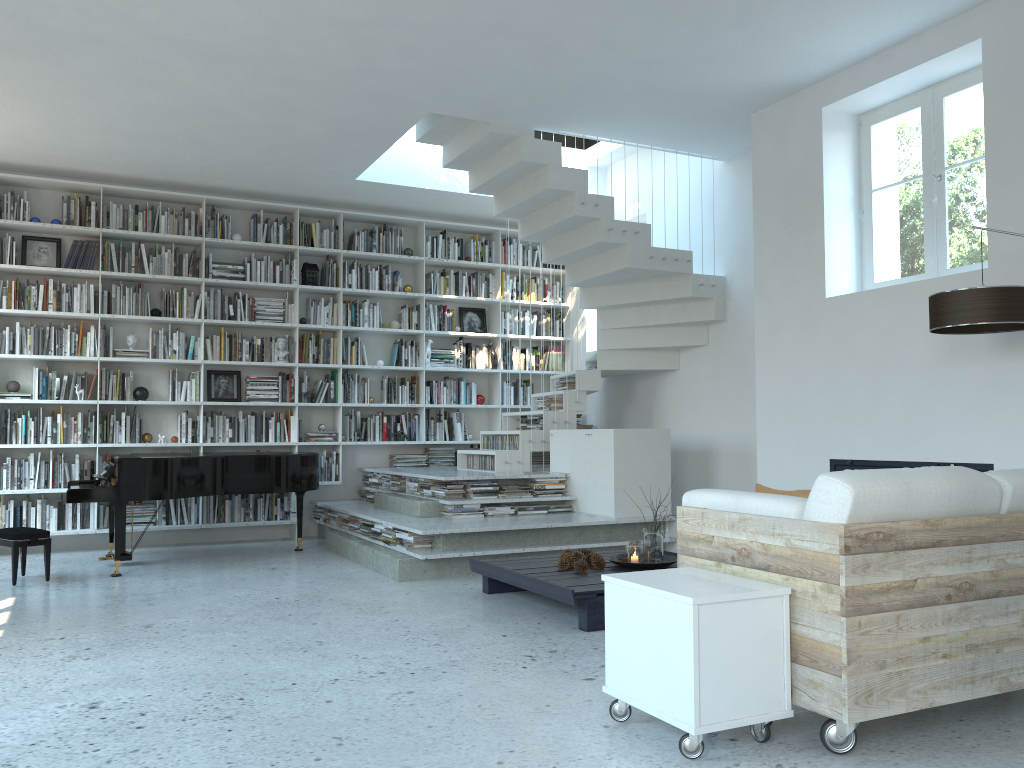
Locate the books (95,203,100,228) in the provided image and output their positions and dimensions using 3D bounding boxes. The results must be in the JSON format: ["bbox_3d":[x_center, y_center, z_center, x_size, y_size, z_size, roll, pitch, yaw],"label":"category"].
[{"bbox_3d":[-3.624,-1.442,7.754,0.039,0.252,0.146,1,-3,-26],"label":"books"}]

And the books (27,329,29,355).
[{"bbox_3d":[-4.069,-0.342,7.465,0.014,0.229,0.148,1,-3,-26],"label":"books"}]

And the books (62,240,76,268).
[{"bbox_3d":[-3.815,-1.092,7.634,0.110,0.279,0.174,1,-3,-26],"label":"books"}]

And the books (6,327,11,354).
[{"bbox_3d":[-4.201,-0.349,7.392,0.022,0.235,0.177,1,-3,-26],"label":"books"}]

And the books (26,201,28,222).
[{"bbox_3d":[-4.102,-1.429,7.507,0.014,0.201,0.170,1,-3,-26],"label":"books"}]

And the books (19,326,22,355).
[{"bbox_3d":[-4.123,-0.352,7.434,0.011,0.246,0.176,1,-3,-26],"label":"books"}]

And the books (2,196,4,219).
[{"bbox_3d":[-4.255,-1.445,7.424,0.013,0.225,0.177,1,-3,-26],"label":"books"}]

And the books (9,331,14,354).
[{"bbox_3d":[-4.174,-0.333,7.393,0.028,0.203,0.188,1,-3,-26],"label":"books"}]

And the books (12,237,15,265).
[{"bbox_3d":[-4.183,-1.092,7.438,0.012,0.254,0.166,1,-3,-26],"label":"books"}]

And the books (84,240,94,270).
[{"bbox_3d":[-3.682,-1.094,7.714,0.078,0.285,0.174,1,-3,-26],"label":"books"}]

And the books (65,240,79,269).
[{"bbox_3d":[-3.798,-1.091,7.652,0.110,0.279,0.174,1,-3,-26],"label":"books"}]

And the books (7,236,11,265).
[{"bbox_3d":[-4.205,-1.094,7.418,0.023,0.258,0.183,1,-3,-26],"label":"books"}]

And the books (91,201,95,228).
[{"bbox_3d":[-3.650,-1.445,7.725,0.031,0.254,0.178,1,-3,-26],"label":"books"}]

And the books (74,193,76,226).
[{"bbox_3d":[-3.787,-1.480,7.683,0.014,0.320,0.137,1,-3,-26],"label":"books"}]

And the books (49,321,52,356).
[{"bbox_3d":[-3.925,-0.374,7.537,0.013,0.299,0.151,1,-3,-26],"label":"books"}]

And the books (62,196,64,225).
[{"bbox_3d":[-3.868,-1.461,7.634,0.013,0.277,0.151,1,-3,-26],"label":"books"}]

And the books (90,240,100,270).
[{"bbox_3d":[-3.634,-1.094,7.718,0.078,0.285,0.174,1,-3,-26],"label":"books"}]

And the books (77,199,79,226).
[{"bbox_3d":[-3.753,-1.452,7.669,0.010,0.263,0.156,1,-3,-26],"label":"books"}]

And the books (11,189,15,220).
[{"bbox_3d":[-4.189,-1.471,7.440,0.015,0.279,0.190,1,-3,-26],"label":"books"}]

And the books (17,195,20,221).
[{"bbox_3d":[-4.164,-1.456,7.479,0.013,0.252,0.129,1,-3,-26],"label":"books"}]

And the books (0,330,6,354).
[{"bbox_3d":[-4.237,-0.335,7.391,0.042,0.208,0.143,1,-3,-26],"label":"books"}]

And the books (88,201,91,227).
[{"bbox_3d":[-3.679,-1.448,7.725,0.022,0.260,0.152,1,-3,-26],"label":"books"}]

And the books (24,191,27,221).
[{"bbox_3d":[-4.122,-1.474,7.518,0.015,0.293,0.131,1,-3,-26],"label":"books"}]

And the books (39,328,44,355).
[{"bbox_3d":[-3.983,-0.347,7.507,0.023,0.242,0.184,1,-3,-26],"label":"books"}]

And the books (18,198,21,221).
[{"bbox_3d":[-4.148,-1.440,7.475,0.013,0.219,0.181,1,-3,-26],"label":"books"}]

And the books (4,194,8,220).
[{"bbox_3d":[-4.244,-1.453,7.435,0.016,0.243,0.156,1,-3,-26],"label":"books"}]

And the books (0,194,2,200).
[{"bbox_3d":[-4.283,-1.457,7.413,0.012,0.249,0.180,1,-3,-26],"label":"books"}]

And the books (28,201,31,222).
[{"bbox_3d":[-4.094,-1.432,7.522,0.013,0.210,0.136,1,-3,-26],"label":"books"}]

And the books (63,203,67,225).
[{"bbox_3d":[-3.844,-1.432,7.630,0.028,0.218,0.153,1,-3,-26],"label":"books"}]

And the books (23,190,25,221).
[{"bbox_3d":[-4.127,-1.479,7.503,0.007,0.301,0.145,1,-3,-26],"label":"books"}]

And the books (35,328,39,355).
[{"bbox_3d":[-4.009,-0.345,7.485,0.024,0.237,0.167,1,-3,-26],"label":"books"}]

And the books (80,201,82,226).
[{"bbox_3d":[-3.746,-1.446,7.705,0.013,0.254,0.129,1,-3,-26],"label":"books"}]

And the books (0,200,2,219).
[{"bbox_3d":[-4.276,-1.429,7.431,0.017,0.193,0.129,1,-3,-26],"label":"books"}]

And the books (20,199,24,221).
[{"bbox_3d":[-4.130,-1.437,7.476,0.021,0.213,0.173,1,-3,-26],"label":"books"}]

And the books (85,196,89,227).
[{"bbox_3d":[-3.690,-1.468,7.695,0.025,0.297,0.163,1,-3,-26],"label":"books"}]

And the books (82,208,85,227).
[{"bbox_3d":[-3.718,-1.415,7.690,0.027,0.190,0.177,1,-3,-26],"label":"books"}]

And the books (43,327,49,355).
[{"bbox_3d":[-3.959,-0.352,7.539,0.048,0.256,0.141,1,-3,-26],"label":"books"}]

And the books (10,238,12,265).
[{"bbox_3d":[-4.194,-1.089,7.434,0.011,0.249,0.168,1,-3,-26],"label":"books"}]

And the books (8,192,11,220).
[{"bbox_3d":[-4.217,-1.462,7.445,0.016,0.260,0.154,1,-3,-26],"label":"books"}]

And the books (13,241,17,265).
[{"bbox_3d":[-4.168,-1.071,7.435,0.012,0.214,0.185,1,-3,-26],"label":"books"}]

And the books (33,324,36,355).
[{"bbox_3d":[-4.032,-0.361,7.493,0.011,0.271,0.158,1,-3,-26],"label":"books"}]

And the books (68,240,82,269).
[{"bbox_3d":[-3.770,-1.092,7.646,0.110,0.279,0.174,1,-3,-26],"label":"books"}]

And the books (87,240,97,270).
[{"bbox_3d":[-3.660,-1.094,7.720,0.078,0.285,0.174,1,-3,-26],"label":"books"}]

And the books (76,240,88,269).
[{"bbox_3d":[-3.722,-1.093,7.667,0.097,0.282,0.174,1,-3,-26],"label":"books"}]

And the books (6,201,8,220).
[{"bbox_3d":[-4.235,-1.427,7.448,0.014,0.192,0.146,1,-3,-26],"label":"books"}]

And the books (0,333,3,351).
[{"bbox_3d":[-4.250,-0.323,7.364,0.037,0.182,0.189,1,-3,-26],"label":"books"}]

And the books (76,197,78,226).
[{"bbox_3d":[-3.769,-1.462,7.675,0.013,0.283,0.166,1,-3,-26],"label":"books"}]

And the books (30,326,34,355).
[{"bbox_3d":[-4.039,-0.351,7.469,0.021,0.247,0.189,1,-3,-26],"label":"books"}]

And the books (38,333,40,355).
[{"bbox_3d":[-4.006,-0.327,7.516,0.010,0.204,0.139,1,-3,-26],"label":"books"}]

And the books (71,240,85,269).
[{"bbox_3d":[-3.757,-1.090,7.672,0.110,0.279,0.174,1,-3,-26],"label":"books"}]

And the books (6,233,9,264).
[{"bbox_3d":[-4.222,-1.106,7.421,0.005,0.281,0.191,1,-3,-26],"label":"books"}]

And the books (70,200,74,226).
[{"bbox_3d":[-3.794,-1.446,7.649,0.028,0.249,0.155,1,-3,-26],"label":"books"}]

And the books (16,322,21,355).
[{"bbox_3d":[-4.142,-0.369,7.435,0.023,0.281,0.174,1,-3,-26],"label":"books"}]

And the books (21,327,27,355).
[{"bbox_3d":[-4.106,-0.348,7.469,0.049,0.242,0.139,1,-3,-26],"label":"books"}]

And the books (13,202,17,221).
[{"bbox_3d":[-4.179,-1.422,7.464,0.026,0.182,0.161,1,-3,-26],"label":"books"}]

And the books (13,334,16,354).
[{"bbox_3d":[-4.171,-0.322,7.443,0.021,0.187,0.129,1,-3,-26],"label":"books"}]

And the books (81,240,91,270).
[{"bbox_3d":[-3.701,-1.094,7.700,0.078,0.285,0.174,1,-3,-26],"label":"books"}]

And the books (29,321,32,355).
[{"bbox_3d":[-4.057,-0.374,7.470,0.011,0.293,0.183,1,-3,-26],"label":"books"}]

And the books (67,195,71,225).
[{"bbox_3d":[-3.818,-1.462,7.639,0.024,0.279,0.188,1,-3,-26],"label":"books"}]
